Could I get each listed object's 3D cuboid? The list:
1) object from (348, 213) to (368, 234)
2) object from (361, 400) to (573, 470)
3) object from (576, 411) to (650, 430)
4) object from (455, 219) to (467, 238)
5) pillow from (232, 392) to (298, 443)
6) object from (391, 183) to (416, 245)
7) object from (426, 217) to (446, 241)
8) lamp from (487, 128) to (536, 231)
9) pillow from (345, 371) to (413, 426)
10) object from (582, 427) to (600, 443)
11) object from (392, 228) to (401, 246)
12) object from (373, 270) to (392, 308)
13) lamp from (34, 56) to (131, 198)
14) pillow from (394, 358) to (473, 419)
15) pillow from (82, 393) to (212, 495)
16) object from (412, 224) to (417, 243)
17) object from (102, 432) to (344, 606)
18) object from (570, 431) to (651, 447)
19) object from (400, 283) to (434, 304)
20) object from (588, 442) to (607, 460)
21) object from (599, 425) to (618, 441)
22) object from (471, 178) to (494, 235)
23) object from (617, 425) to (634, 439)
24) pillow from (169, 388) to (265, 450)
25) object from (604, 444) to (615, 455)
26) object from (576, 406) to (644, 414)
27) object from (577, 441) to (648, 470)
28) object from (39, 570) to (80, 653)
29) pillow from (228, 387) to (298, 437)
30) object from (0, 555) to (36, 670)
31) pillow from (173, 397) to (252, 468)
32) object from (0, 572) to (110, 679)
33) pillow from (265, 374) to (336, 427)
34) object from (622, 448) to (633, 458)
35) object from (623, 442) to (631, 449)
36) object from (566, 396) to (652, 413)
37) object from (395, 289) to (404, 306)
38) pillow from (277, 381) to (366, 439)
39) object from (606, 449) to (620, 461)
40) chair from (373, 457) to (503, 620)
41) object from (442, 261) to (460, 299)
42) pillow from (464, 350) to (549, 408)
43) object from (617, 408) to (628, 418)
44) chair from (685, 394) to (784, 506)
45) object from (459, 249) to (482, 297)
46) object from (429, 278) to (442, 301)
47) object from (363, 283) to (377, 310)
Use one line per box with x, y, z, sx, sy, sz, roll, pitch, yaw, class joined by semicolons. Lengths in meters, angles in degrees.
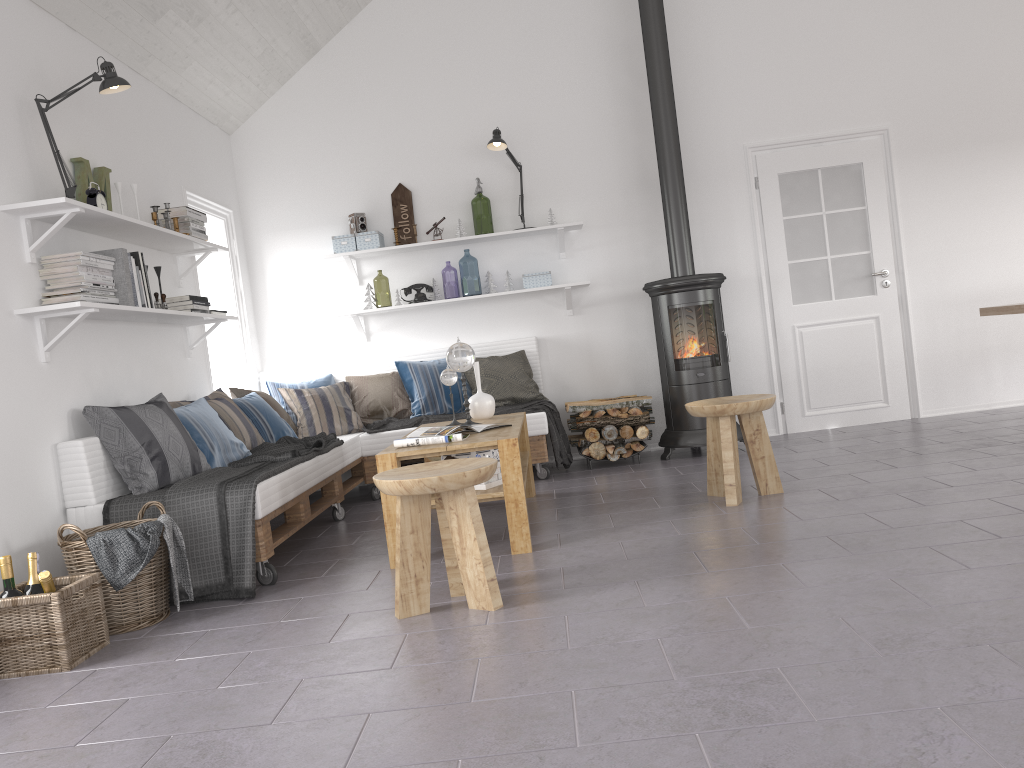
-1.088;-1.137;6.317;0.121;0.157;0.117;-9;3;-38;object
-0.330;0.409;5.935;1.449;0.508;0.716;-8;2;-8;object
0.665;0.242;5.856;0.480;0.104;0.126;-7;2;4;object
-0.363;-1.089;6.219;0.075;0.147;0.075;-9;3;-31;object
-1.512;0.247;5.272;0.341;0.408;0.523;-6;2;18;pillow
-0.780;-1.208;6.370;0.154;0.480;0.053;-7;2;7;object
-0.537;-1.081;6.274;0.092;0.172;0.177;-8;3;-30;object
0.004;-1.408;6.124;0.196;0.703;0.439;-6;2;22;lamp
-0.891;0.110;6.093;0.521;0.381;0.366;-7;2;-1;pillow
0.529;0.327;6.079;0.103;0.107;0.516;-7;2;1;object
-0.815;-1.036;6.259;0.085;0.152;0.085;-6;2;26;object
-0.917;-0.669;6.261;0.111;0.270;0.111;-6;2;20;object
-1.852;-1.085;3.856;0.196;0.703;0.439;-6;3;37;lamp
-0.493;0.007;6.065;0.526;0.428;0.311;-8;2;-19;pillow
-1.634;0.269;4.002;0.301;0.444;0.534;-6;2;18;pillow
-0.680;-1.051;6.272;0.052;0.148;0.052;-9;3;-36;object
-1.301;0.581;4.415;0.685;0.533;1.892;-7;2;1;object
0.669;0.375;6.000;0.539;0.070;0.101;-7;2;3;object
-0.673;-0.636;6.282;0.203;0.146;0.171;-6;2;26;object
0.586;0.438;6.082;0.118;0.142;0.520;-7;2;6;object
0.642;0.312;6.050;0.110;0.109;0.463;-7;2;0;object
-0.216;-1.243;6.234;0.136;0.415;0.136;-6;3;35;object
0.745;0.310;6.047;0.102;0.102;0.561;-7;2;1;object
-1.591;0.241;4.832;0.316;0.438;0.546;-7;2;14;pillow
0.654;0.424;6.044;0.057;0.050;0.561;-7;2;2;object
0.687;0.213;6.209;0.483;0.097;0.123;-7;2;4;object
0.684;0.476;6.077;0.456;0.118;0.478;-7;2;2;object
-1.524;0.766;2.976;0.095;0.332;0.284;-8;2;-19;object
-1.571;0.208;5.685;0.334;0.438;0.545;-7;2;7;pillow
-1.650;0.756;2.934;0.095;0.377;0.095;-5;3;38;object
-1.571;0.275;4.451;0.331;0.401;0.525;-6;2;21;pillow
-1.575;0.817;2.999;0.276;0.270;0.276;-7;2;2;object
-1.415;0.156;6.182;0.534;0.437;0.287;-8;2;-25;pillow
0.777;0.441;6.070;0.096;0.067;0.467;-7;2;2;object
0.768;0.397;6.037;0.046;0.033;0.425;-7;2;2;object
0.642;0.135;5.881;0.571;0.079;0.115;-7;2;3;object
-0.798;-0.609;6.220;0.072;0.124;0.068;-8;2;-13;object
-1.256;0.185;5.931;0.516;0.392;0.358;-8;3;-29;pillow
0.677;0.460;6.056;0.095;0.063;0.562;-7;2;3;object
-0.234;0.528;3.065;0.431;0.479;0.431;-7;2;0;chair
-0.434;-0.730;6.252;0.111;0.270;0.111;-6;2;20;object
-0.066;-0.024;6.065;0.519;0.395;0.334;-8;2;-20;pillow
0.731;0.187;5.998;0.059;0.048;0.529;-7;2;2;object
1.082;0.314;4.291;0.431;0.479;0.431;-7;2;-1;chair
-0.298;-0.779;6.239;0.137;0.335;0.137;-8;2;-9;object
-0.551;-0.670;6.321;0.127;0.176;0.007;-7;2;8;object
-1.004;-0.621;6.284;0.113;0.195;0.107;-7;2;9;object
